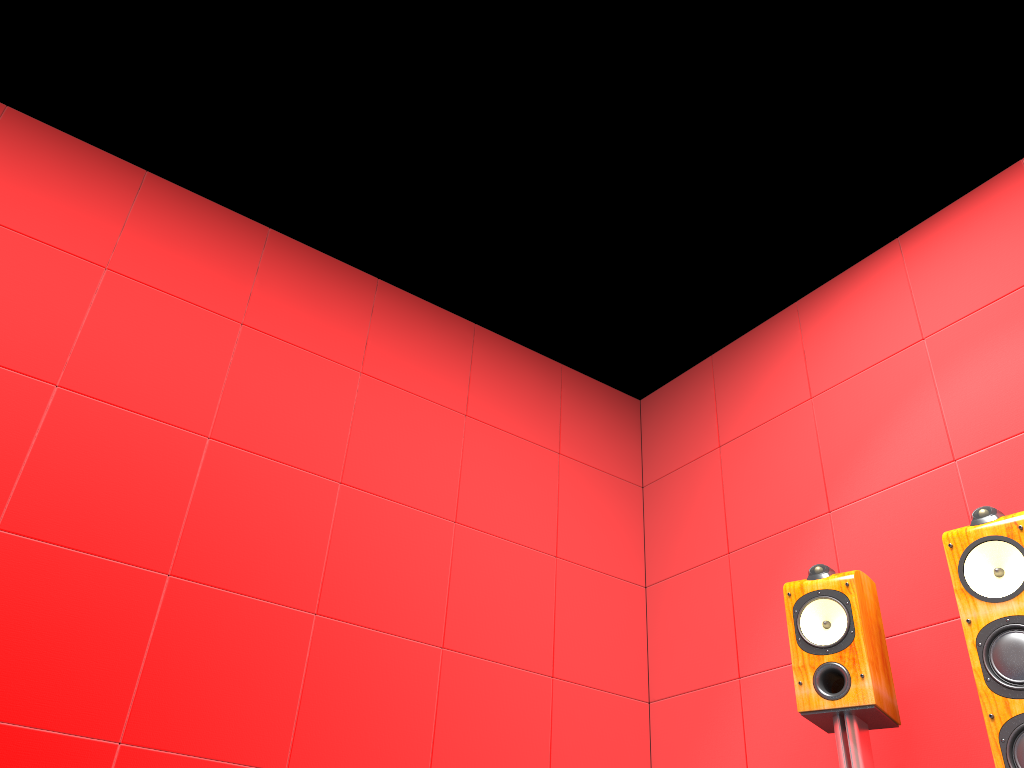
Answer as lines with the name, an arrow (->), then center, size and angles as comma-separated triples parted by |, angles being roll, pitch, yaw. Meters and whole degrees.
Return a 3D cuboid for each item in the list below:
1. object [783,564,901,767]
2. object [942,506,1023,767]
object -> 0.901, 0.993, 2.317 | 0.231, 1.058, 0.265 | -19, -41, 30
object -> 1.195, 0.770, 1.955 | 0.238, 1.052, 0.203 | 31, -43, -34
